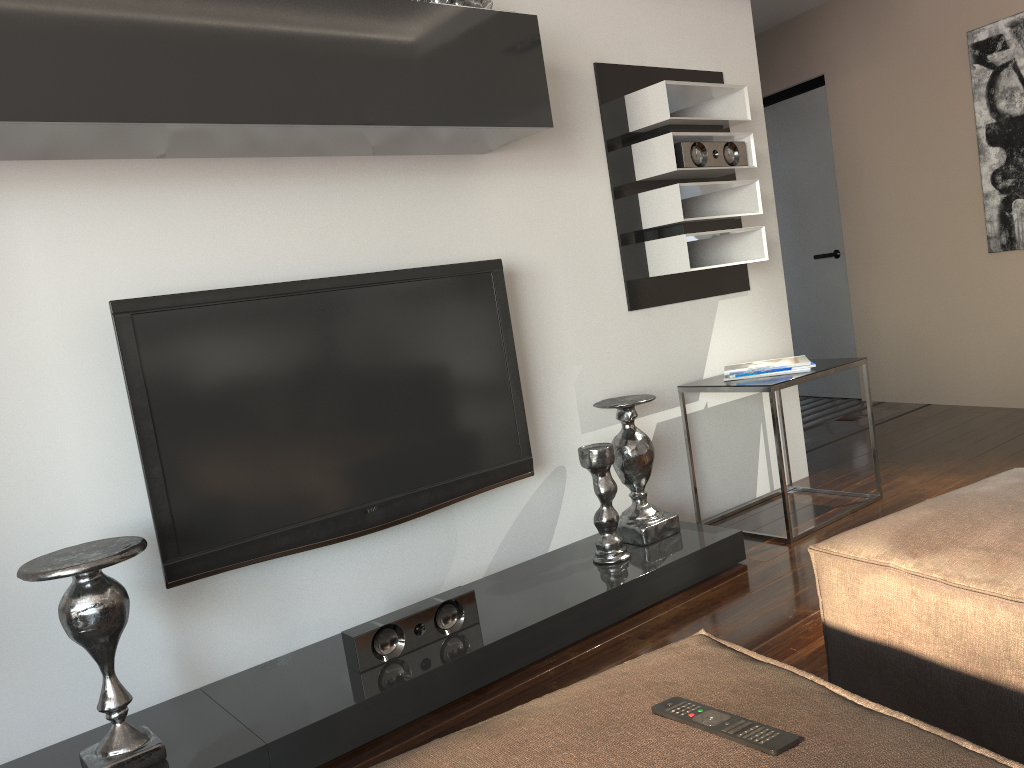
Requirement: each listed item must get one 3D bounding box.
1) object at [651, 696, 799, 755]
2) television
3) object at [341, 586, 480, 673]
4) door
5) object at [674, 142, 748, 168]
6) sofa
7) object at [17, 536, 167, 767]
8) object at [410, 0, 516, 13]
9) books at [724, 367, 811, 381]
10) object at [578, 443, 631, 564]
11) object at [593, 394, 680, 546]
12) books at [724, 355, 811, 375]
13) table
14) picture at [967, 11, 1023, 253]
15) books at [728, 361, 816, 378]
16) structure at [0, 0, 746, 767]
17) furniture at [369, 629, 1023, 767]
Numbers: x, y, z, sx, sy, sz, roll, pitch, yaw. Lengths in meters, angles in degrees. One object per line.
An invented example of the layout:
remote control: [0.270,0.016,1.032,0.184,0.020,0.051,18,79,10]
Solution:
object: [0.260,0.422,1.094,0.054,0.015,0.197,-12,7,-37]
television: [-0.464,0.061,2.466,1.161,0.715,0.137,-13,7,-38]
object: [-0.263,0.647,2.343,0.380,0.094,0.068,-13,7,-38]
door: [1.964,-0.943,6.085,0.161,2.094,0.954,-12,7,-26]
object: [0.744,-0.862,3.329,0.380,0.094,0.068,-13,7,-38]
sofa: [1.046,0.424,0.646,2.602,0.704,2.607,-11,6,-27]
object: [-0.869,0.587,1.881,0.227,0.475,0.252,-3,8,44]
object: [-0.202,-1.117,2.563,0.340,0.177,0.306,-13,7,-37]
books: [0.982,-0.050,3.373,0.310,0.011,0.260,-7,6,16]
object: [0.295,0.380,2.818,0.129,0.372,0.116,-14,8,-43]
object: [0.418,0.288,3.014,0.230,0.482,0.208,-14,8,-43]
books: [0.977,-0.072,3.385,0.313,0.011,0.257,-7,6,11]
table: [1.046,0.228,3.410,0.633,0.563,0.426,-13,7,-38]
picture: [2.658,-1.274,4.378,0.030,1.166,0.717,-12,7,-26]
books: [0.984,-0.062,3.380,0.316,0.011,0.255,-8,6,6]
structure: [-0.658,-0.020,2.105,3.040,1.767,0.455,-13,7,-38]
furniture: [0.102,0.676,0.811,1.149,0.440,1.043,-11,6,-28]
